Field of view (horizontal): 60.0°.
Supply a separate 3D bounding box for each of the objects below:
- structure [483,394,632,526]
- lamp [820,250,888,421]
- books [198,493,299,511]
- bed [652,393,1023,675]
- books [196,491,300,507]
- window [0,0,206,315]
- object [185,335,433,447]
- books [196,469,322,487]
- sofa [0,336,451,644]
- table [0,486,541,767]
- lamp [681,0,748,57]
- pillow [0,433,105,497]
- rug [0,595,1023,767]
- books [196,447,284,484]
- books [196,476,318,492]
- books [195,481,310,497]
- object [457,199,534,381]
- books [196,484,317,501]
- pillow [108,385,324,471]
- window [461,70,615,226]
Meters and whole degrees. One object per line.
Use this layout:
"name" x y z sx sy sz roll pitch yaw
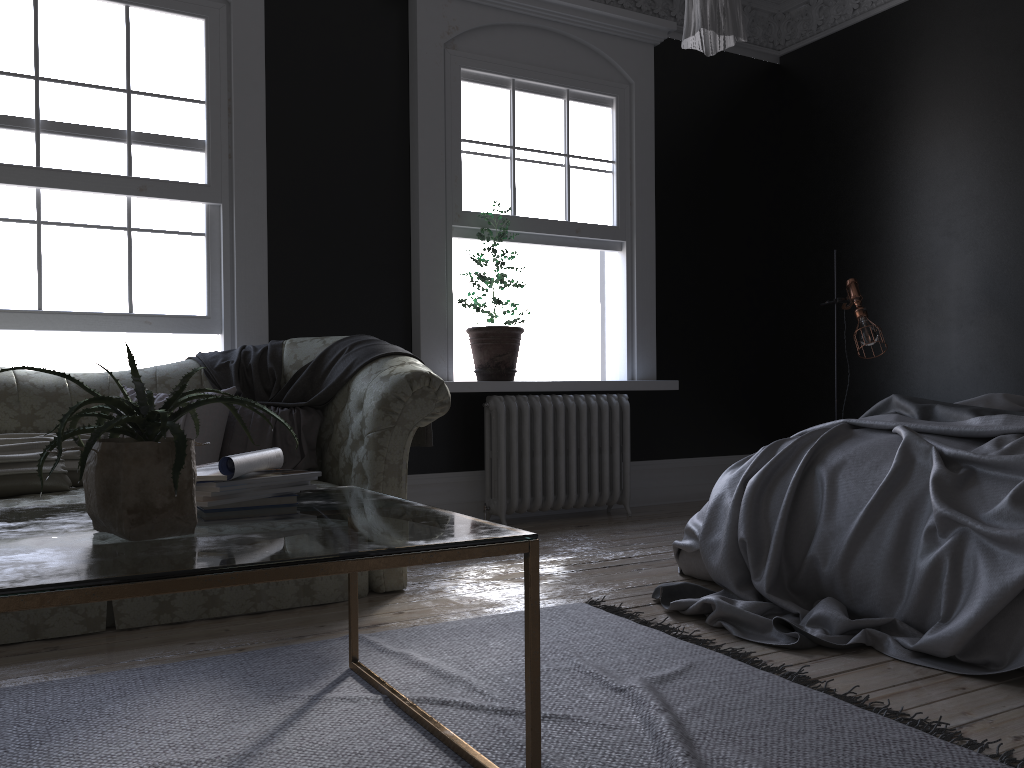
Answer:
"structure" 0.315 0.492 5.823 1.141 0.849 0.276 -1 1 -30
"lamp" 2.237 -0.017 6.254 0.437 1.779 1.717 0 0 9
"books" -0.685 0.296 2.276 0.231 0.023 0.162 0 0 -29
"bed" 2.330 0.206 3.686 3.283 1.298 2.765 0 0 -41
"books" -0.740 0.279 2.239 0.252 0.011 0.318 -1 0 27
"window" -2.225 -1.186 4.614 1.263 1.672 0.056 -1 1 -30
"object" -1.040 0.051 4.412 1.367 0.585 0.517 -1 0 20
"books" -0.693 0.236 2.264 0.252 0.011 0.318 -1 -1 37
"sofa" -1.823 0.342 3.852 2.812 1.161 1.606 0 0 -29
"table" -0.842 0.587 1.892 1.448 0.558 1.092 0 0 -30
"lamp" 0.574 -2.007 2.584 0.784 2.049 0.782 0 1 14
"pillow" -2.209 0.255 3.552 1.105 0.416 0.529 0 0 -30
"rug" -0.724 0.852 1.787 3.644 0.050 2.106 0 0 -29
"books" -0.758 0.224 2.217 0.273 0.109 0.322 -1 0 5
"books" -0.701 0.247 2.261 0.252 0.011 0.318 -1 0 32
"books" -0.720 0.258 2.258 0.252 0.011 0.318 -1 0 32
"object" -0.107 -0.585 5.650 0.474 1.134 0.505 0 1 10
"books" -0.707 0.268 2.268 0.252 0.011 0.318 -1 -1 42
"pillow" -1.350 0.230 4.065 0.964 0.461 0.405 0 0 -22
"window" 0.184 -1.526 5.978 1.263 1.017 0.056 -1 1 -30
